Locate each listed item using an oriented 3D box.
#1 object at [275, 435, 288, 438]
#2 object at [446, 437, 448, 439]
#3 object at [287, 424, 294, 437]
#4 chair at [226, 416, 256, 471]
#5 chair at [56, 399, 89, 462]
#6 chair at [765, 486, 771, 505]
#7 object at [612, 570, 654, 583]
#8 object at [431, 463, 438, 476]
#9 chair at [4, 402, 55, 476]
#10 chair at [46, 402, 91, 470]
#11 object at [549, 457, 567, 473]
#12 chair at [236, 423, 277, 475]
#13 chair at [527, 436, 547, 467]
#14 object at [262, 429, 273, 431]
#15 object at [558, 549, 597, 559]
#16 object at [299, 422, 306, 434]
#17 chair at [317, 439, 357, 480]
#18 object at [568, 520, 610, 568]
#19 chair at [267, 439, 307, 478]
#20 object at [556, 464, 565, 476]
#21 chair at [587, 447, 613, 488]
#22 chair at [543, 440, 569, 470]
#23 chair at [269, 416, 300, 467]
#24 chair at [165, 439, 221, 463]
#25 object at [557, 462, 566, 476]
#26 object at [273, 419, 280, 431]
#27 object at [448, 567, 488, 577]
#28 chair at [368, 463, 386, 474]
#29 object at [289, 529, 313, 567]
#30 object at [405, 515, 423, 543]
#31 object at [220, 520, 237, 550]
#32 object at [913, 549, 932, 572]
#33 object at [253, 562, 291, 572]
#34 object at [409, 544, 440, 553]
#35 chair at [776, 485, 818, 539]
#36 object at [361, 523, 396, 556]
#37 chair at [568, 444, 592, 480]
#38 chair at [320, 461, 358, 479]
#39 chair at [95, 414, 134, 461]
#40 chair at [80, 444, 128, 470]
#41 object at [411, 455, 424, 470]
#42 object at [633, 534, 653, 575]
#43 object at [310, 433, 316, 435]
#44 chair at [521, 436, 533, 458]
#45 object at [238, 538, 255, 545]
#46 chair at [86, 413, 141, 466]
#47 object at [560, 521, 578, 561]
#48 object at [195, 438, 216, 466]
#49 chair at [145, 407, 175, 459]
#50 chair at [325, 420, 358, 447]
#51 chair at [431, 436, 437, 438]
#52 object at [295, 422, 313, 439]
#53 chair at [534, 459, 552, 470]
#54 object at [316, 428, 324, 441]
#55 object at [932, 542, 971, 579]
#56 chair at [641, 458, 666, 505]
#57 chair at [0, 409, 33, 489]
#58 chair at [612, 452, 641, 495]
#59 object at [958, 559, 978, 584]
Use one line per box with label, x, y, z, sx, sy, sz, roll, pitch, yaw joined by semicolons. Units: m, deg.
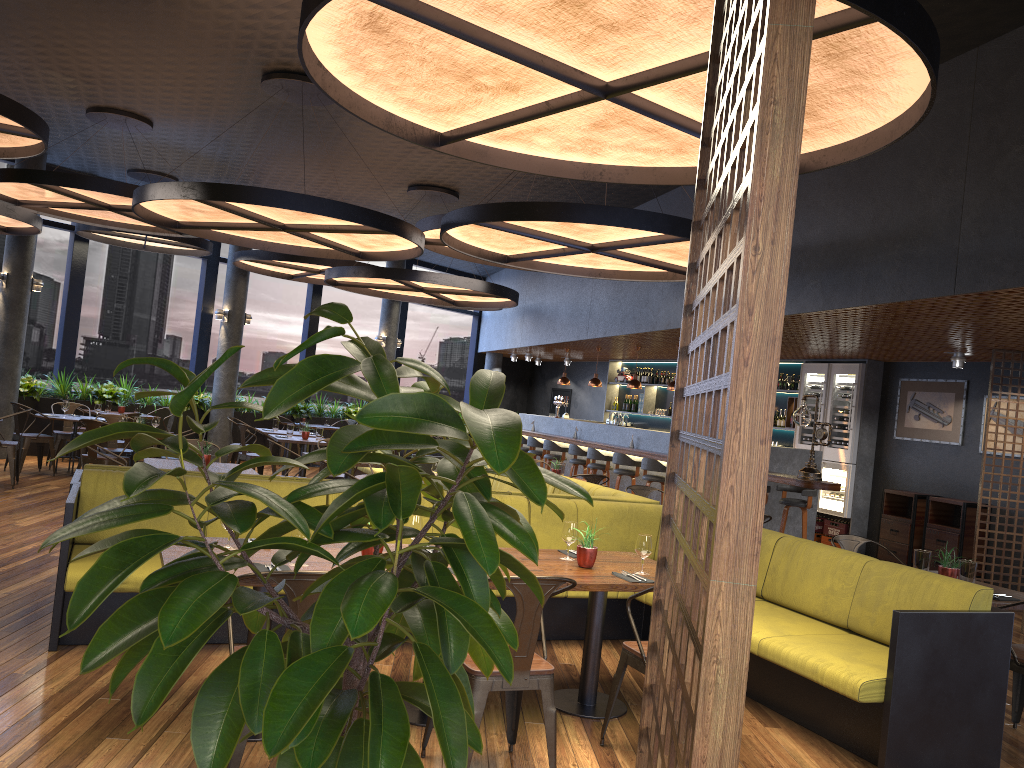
object;-3.243;0.738;12.479;0.157;0.019;0.255;7;-1;-24
object;-1.099;0.928;14.338;0.102;0.178;0.102;6;-1;12
object;-3.161;0.670;12.638;0.102;0.178;0.102;7;-1;-18
chair;-4.136;0.980;13.603;0.541;0.917;0.504;6;-1;-5
chair;-6.624;0.709;13.472;0.541;0.917;0.504;7;-2;-39
chair;2.694;1.582;10.285;0.438;1.048;0.483;7;-1;-32
object;0.616;0.990;4.574;0.157;0.019;0.255;7;-1;-23
object;-0.713;0.832;8.343;0.097;0.206;0.097;6;-1;18
chair;-6.258;0.707;11.526;0.504;0.917;0.541;5;-2;39
chair;-6.242;0.729;12.481;0.504;0.917;0.541;7;-1;-33
object;0.533;0.975;10.433;0.238;0.271;0.260;6;-1;-2
chair;-3.533;1.015;12.167;0.504;0.917;0.541;5;-2;44
chair;0.438;1.446;15.364;0.438;1.048;0.483;6;-1;5
object;-3.761;0.707;13.662;0.157;0.019;0.255;7;-1;-24
object;0.383;0.976;5.088;0.157;0.019;0.255;7;-1;-23
object;-3.259;0.684;13.790;0.102;0.178;0.102;5;-2;42
chair;-2.114;1.136;10.654;0.504;0.917;0.541;7;-1;-23
object;0.412;0.842;4.739;0.238;0.271;0.260;6;-1;-2
chair;-2.460;1.079;9.737;0.541;0.917;0.504;7;-1;-23
object;0.555;1.021;10.263;0.102;0.178;0.102;7;-2;-38
chair;1.310;1.499;13.421;0.438;1.048;0.483;6;-1;5
chair;0.692;1.459;14.682;0.438;1.048;0.483;6;-1;-4
chair;-4.184;1.031;16.260;0.504;0.917;0.541;5;-2;41
chair;-2.994;0.990;8.229;0.504;0.917;0.541;7;-1;-23
object;0.587;1.032;10.649;0.102;0.178;0.102;6;-1;12
object;-3.679;0.639;13.821;0.102;0.178;0.102;5;-2;42
object;-0.210;0.893;4.209;0.157;0.019;0.255;7;-1;-23
chair;-1.201;1.195;8.803;0.504;0.917;0.541;7;-1;-23
object;-0.952;0.714;4.003;0.097;0.206;0.097;6;-1;22
object;-0.509;0.774;4.569;0.097;0.206;0.097;6;-1;22
object;-1.336;0.677;4.204;0.097;0.206;0.097;6;-1;22
object;2.586;1.141;5.601;0.102;0.178;0.102;7;-1;-18
object;-1.037;0.796;3.845;0.157;0.019;0.255;7;-1;-23
object;-0.444;0.879;4.724;0.157;0.019;0.255;7;-1;-23
chair;3.335;1.657;10.526;0.483;1.048;0.438;5;-2;38
object;-0.656;0.716;4.268;0.238;0.271;0.260;6;-1;-2
chair;1.086;1.489;14.069;0.483;1.048;0.438;5;-2;38
chair;-1.525;1.143;7.983;0.541;0.917;0.504;7;-1;-23
chair;-4.824;0.846;10.805;0.504;0.917;0.541;7;-2;-42
chair;-3.368;0.931;7.356;0.541;0.917;0.504;7;-1;-23
object;-0.909;0.772;8.201;0.238;0.271;0.260;6;-1;-2
object;0.701;0.908;4.732;0.097;0.206;0.097;6;-1;22
object;-3.144;0.779;13.898;0.157;0.019;0.255;7;-1;-24
chair;0.233;1.438;16.021;0.483;1.048;0.438;5;-2;38
object;-1.271;0.782;4.359;0.157;0.019;0.255;7;-1;-23
chair;-5.334;0.815;11.910;0.541;0.917;0.504;6;-1;6
object;0.318;0.871;4.934;0.097;0.206;0.097;6;-1;22
object;-2.636;0.573;7.594;0.260;0.271;0.238;6;-1;12
chair;-5.760;0.823;14.480;0.504;0.917;0.541;5;-1;30
chair;-3.328;1.145;17.271;0.504;0.917;0.541;5;-1;32
chair;-1.446;1.293;14.663;0.504;0.917;0.541;7;-1;-23
object;-2.911;0.649;12.590;0.238;0.271;0.260;6;-1;15
chair;0.259;1.399;10.993;0.504;0.917;0.541;7;-1;-23
object;-2.741;0.714;12.607;0.102;0.178;0.102;5;-1;32
object;2.687;1.103;5.483;0.260;0.271;0.238;7;-1;-22
chair;1.943;1.540;12.126;0.438;1.048;0.483;6;-1;-9
chair;-5.900;0.719;10.261;0.541;0.917;0.504;7;-1;-23
chair;1.641;1.521;12.764;0.483;1.048;0.438;6;-1;27
object;2.724;1.150;5.310;0.102;0.178;0.102;6;-1;-8
